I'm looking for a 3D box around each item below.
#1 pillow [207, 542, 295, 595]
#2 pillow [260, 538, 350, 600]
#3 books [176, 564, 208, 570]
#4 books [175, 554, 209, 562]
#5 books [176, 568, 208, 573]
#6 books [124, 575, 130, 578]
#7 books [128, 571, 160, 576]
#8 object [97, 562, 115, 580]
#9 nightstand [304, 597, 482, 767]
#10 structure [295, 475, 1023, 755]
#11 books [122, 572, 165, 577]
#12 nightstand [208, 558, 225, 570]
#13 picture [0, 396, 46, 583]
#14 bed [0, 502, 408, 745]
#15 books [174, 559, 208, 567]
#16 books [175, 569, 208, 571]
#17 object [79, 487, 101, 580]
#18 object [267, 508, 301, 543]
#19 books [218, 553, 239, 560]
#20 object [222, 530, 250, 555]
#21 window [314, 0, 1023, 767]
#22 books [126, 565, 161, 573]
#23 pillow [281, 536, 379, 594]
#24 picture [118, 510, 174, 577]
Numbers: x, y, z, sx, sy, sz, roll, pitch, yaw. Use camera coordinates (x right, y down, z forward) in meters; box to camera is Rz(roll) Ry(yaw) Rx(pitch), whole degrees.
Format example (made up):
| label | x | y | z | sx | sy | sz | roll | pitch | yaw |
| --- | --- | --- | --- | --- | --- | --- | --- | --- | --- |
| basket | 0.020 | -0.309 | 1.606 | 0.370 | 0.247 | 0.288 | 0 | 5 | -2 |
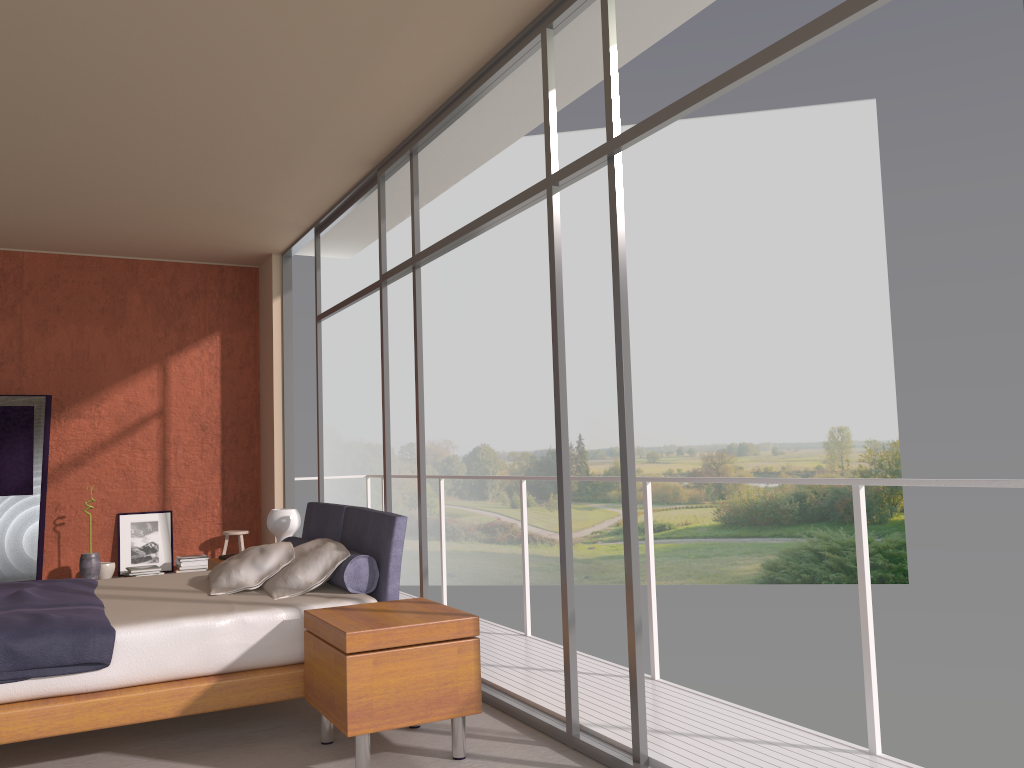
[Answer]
| label | x | y | z | sx | sy | sz | roll | pitch | yaw |
| --- | --- | --- | --- | --- | --- | --- | --- | --- | --- |
| pillow | -1.444 | 1.003 | 4.884 | 0.431 | 0.264 | 0.869 | 0 | -5 | -20 |
| pillow | -1.115 | 0.963 | 4.654 | 0.400 | 0.265 | 0.791 | 0 | -5 | -25 |
| books | -2.822 | 1.604 | 7.831 | 0.247 | 0.027 | 0.328 | 0 | -5 | -26 |
| books | -2.827 | 1.541 | 7.842 | 0.247 | 0.025 | 0.287 | 1 | -5 | -28 |
| books | -2.816 | 1.630 | 7.811 | 0.247 | 0.025 | 0.287 | 0 | -5 | -17 |
| books | -3.199 | 1.665 | 7.659 | 0.247 | 0.025 | 0.287 | 1 | -5 | -31 |
| books | -3.183 | 1.620 | 7.665 | 0.247 | 0.025 | 0.287 | 0 | -5 | -25 |
| object | -3.540 | 1.624 | 7.693 | 0.179 | 0.137 | 0.180 | -1 | -5 | -15 |
| nightstand | -0.517 | 1.250 | 3.747 | 0.562 | 0.556 | 0.628 | 1 | -5 | -28 |
| structure | 0.105 | 1.027 | 4.877 | 0.728 | 1.005 | 7.689 | 1 | -5 | -28 |
| books | -3.192 | 1.643 | 7.675 | 0.247 | 0.018 | 0.328 | 3 | -6 | -43 |
| nightstand | -1.739 | 1.482 | 6.076 | 0.562 | 0.556 | 0.628 | 1 | -5 | -28 |
| picture | -4.353 | 0.840 | 7.050 | 1.129 | 1.496 | 0.126 | 1 | -5 | -28 |
| bed | -1.978 | 1.167 | 4.506 | 2.462 | 0.959 | 2.017 | 1 | -5 | -28 |
| books | -2.823 | 1.572 | 7.834 | 0.247 | 0.038 | 0.319 | 1 | -5 | -30 |
| books | -2.824 | 1.653 | 7.833 | 0.247 | 0.018 | 0.287 | 1 | -5 | -28 |
| object | -3.575 | 1.273 | 7.517 | 0.165 | 0.810 | 0.165 | -2 | -5 | -4 |
| object | -1.547 | 1.020 | 6.017 | 0.224 | 0.338 | 0.224 | -1 | -5 | -16 |
| books | -1.855 | 1.202 | 6.170 | 0.287 | 0.025 | 0.247 | -6 | -6 | 43 |
| object | -2.525 | 1.527 | 8.153 | 0.260 | 0.349 | 0.257 | -5 | -6 | 31 |
| window | -0.192 | 0.026 | 4.601 | 0.075 | 3.133 | 6.106 | 1 | -5 | -28 |
| books | -3.187 | 1.599 | 7.671 | 0.247 | 0.018 | 0.328 | 1 | -5 | -31 |
| pillow | -1.063 | 0.999 | 4.987 | 0.205 | 0.201 | 1.470 | 1 | -5 | -28 |
| picture | -3.287 | 1.427 | 7.961 | 0.458 | 0.550 | 0.117 | 1 | -5 | -28 |
